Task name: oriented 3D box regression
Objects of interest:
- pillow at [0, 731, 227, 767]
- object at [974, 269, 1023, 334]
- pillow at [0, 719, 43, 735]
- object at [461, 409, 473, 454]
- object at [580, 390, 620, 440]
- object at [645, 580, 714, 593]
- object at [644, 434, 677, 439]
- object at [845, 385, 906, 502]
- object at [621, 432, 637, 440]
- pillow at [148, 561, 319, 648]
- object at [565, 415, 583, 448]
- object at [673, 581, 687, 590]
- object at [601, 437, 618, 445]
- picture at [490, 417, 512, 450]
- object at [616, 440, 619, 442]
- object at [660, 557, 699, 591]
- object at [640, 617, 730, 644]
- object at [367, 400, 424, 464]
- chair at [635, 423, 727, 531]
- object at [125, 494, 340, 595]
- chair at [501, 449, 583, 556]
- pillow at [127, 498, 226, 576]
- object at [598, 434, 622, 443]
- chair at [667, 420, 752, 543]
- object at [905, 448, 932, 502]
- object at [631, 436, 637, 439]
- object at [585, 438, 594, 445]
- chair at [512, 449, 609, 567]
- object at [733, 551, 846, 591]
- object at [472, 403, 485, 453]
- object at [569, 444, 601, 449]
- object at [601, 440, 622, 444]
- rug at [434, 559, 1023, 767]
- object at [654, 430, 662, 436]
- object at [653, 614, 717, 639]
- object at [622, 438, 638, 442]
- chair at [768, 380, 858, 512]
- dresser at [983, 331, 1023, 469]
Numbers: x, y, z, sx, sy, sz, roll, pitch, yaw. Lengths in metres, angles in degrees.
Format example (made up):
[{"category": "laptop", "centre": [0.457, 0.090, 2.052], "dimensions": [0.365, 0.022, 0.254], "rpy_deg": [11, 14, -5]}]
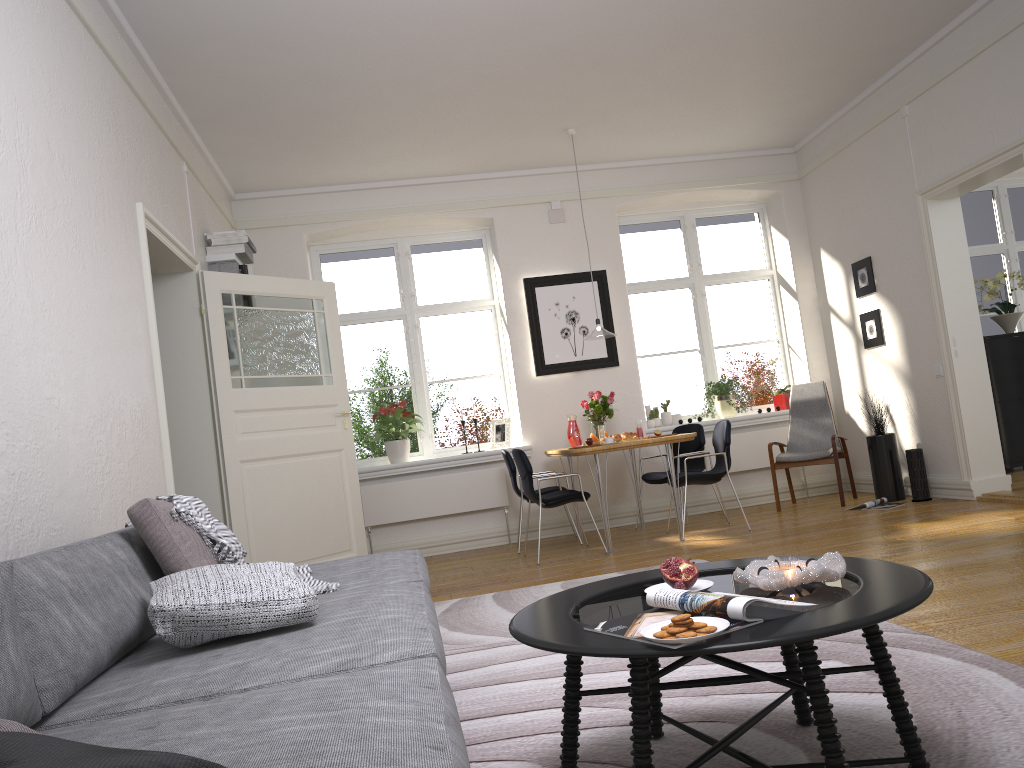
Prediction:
[{"category": "pillow", "centre": [-0.506, 0.459, 0.916], "dimensions": [0.418, 0.268, 0.405], "rpy_deg": [-8, -4, 12]}, {"category": "object", "centre": [4.467, -0.750, 8.074], "dimensions": [0.802, 0.615, 0.410], "rpy_deg": [-5, -4, -32]}, {"category": "pillow", "centre": [-0.745, 0.444, 1.067], "dimensions": [0.340, 0.318, 0.420], "rpy_deg": [-7, -4, -9]}, {"category": "object", "centre": [-0.415, 0.408, 7.697], "dimensions": [0.094, 0.396, 0.096], "rpy_deg": [-8, -4, 14]}, {"category": "object", "centre": [0.736, 0.260, 7.239], "dimensions": [0.331, 0.447, 0.272], "rpy_deg": [-7, -4, -17]}, {"category": "object", "centre": [0.405, 0.499, 2.146], "dimensions": [0.164, 0.015, 0.171], "rpy_deg": [-11, -5, 36]}, {"category": "object", "centre": [1.074, 0.383, 6.475], "dimensions": [0.202, 0.010, 0.259], "rpy_deg": [-7, -4, -8]}, {"category": "object", "centre": [2.907, 0.457, 6.994], "dimensions": [0.417, 0.923, 0.362], "rpy_deg": [-11, -5, 40]}, {"category": "object", "centre": [0.871, 0.384, 6.564], "dimensions": [0.165, 0.059, 0.123], "rpy_deg": [-5, -5, -41]}, {"category": "pillow", "centre": [-0.743, 0.579, 2.362], "dimensions": [0.411, 0.194, 0.399], "rpy_deg": [-6, -4, -22]}, {"category": "object", "centre": [0.499, 0.380, 7.180], "dimensions": [0.092, 0.267, 0.118], "rpy_deg": [-10, -4, 29]}, {"category": "object", "centre": [0.397, 0.483, 2.091], "dimensions": [0.036, 0.036, 0.044], "rpy_deg": [-8, -4, 0]}, {"category": "object", "centre": [0.682, 0.399, 6.199], "dimensions": [0.127, 0.049, 0.132], "rpy_deg": [-11, -5, 39]}, {"category": "picture", "centre": [-0.090, 0.437, 7.834], "dimensions": [0.212, 0.270, 0.116], "rpy_deg": [-10, -4, 28]}, {"category": "object", "centre": [0.732, 0.406, 6.201], "dimensions": [0.039, 0.020, 0.059], "rpy_deg": [-7, -4, -11]}, {"category": "object", "centre": [0.403, 0.465, 2.159], "dimensions": [0.109, 0.082, 0.090], "rpy_deg": [-9, -4, 26]}, {"category": "object", "centre": [0.326, 0.465, 1.664], "dimensions": [0.170, 0.015, 0.165], "rpy_deg": [-6, -4, -27]}, {"category": "object", "centre": [-0.975, 0.410, 7.508], "dimensions": [0.543, 0.519, 0.526], "rpy_deg": [-7, -4, -5]}, {"category": "chair", "centre": [1.322, 0.746, 7.186], "dimensions": [0.533, 0.802, 0.568], "rpy_deg": [-5, -4, -35]}, {"category": "object", "centre": [-0.924, 0.780, 3.049], "dimensions": [0.632, 0.865, 0.866], "rpy_deg": [-4, -5, -43]}, {"category": "chair", "centre": [0.227, 0.882, 6.987], "dimensions": [0.524, 0.802, 0.578], "rpy_deg": [-8, -4, -2]}, {"category": "pillow", "centre": [-1.016, 0.537, 2.792], "dimensions": [0.243, 0.390, 0.424], "rpy_deg": [-7, -4, -8]}, {"category": "object", "centre": [0.715, 0.397, 6.365], "dimensions": [0.162, 0.068, 0.152], "rpy_deg": [-10, -4, 29]}, {"category": "chair", "centre": [1.383, 0.691, 6.486], "dimensions": [0.524, 0.802, 0.578], "rpy_deg": [-8, -4, -3]}, {"category": "object", "centre": [3.061, 0.686, 6.681], "dimensions": [0.147, 0.390, 0.142], "rpy_deg": [-5, -4, -34]}, {"category": "object", "centre": [0.893, 0.399, 6.516], "dimensions": [0.107, 0.036, 0.072], "rpy_deg": [-11, -5, 43]}, {"category": "object", "centre": [0.566, 0.417, 6.472], "dimensions": [0.060, 0.062, 0.059], "rpy_deg": [-7, -4, -6]}, {"category": "chair", "centre": [0.310, 0.825, 6.300], "dimensions": [0.527, 0.802, 0.575], "rpy_deg": [-7, -4, -10]}, {"category": "object", "centre": [0.644, 0.437, 2.060], "dimensions": [0.253, 0.062, 0.254], "rpy_deg": [-8, -4, -1]}, {"category": "object", "centre": [-0.311, 0.367, 7.685], "dimensions": [0.094, 0.448, 0.096], "rpy_deg": [-8, -4, 14]}, {"category": "object", "centre": [0.529, 0.451, 6.381], "dimensions": [0.202, 0.010, 0.259], "rpy_deg": [-7, -4, -8]}, {"category": "object", "centre": [0.713, 0.422, 6.364], "dimensions": [0.160, 0.016, 0.160], "rpy_deg": [-8, -4, -1]}, {"category": "rug", "centre": [0.401, 1.016, 3.329], "dimensions": [1.963, 0.008, 3.685], "rpy_deg": [-7, -4, -8]}, {"category": "object", "centre": [1.049, 0.351, 6.379], "dimensions": [0.062, 0.048, 0.053], "rpy_deg": [-4, -5, -45]}, {"category": "object", "centre": [0.323, 0.452, 1.663], "dimensions": [0.117, 0.036, 0.122], "rpy_deg": [-11, -5, 43]}, {"category": "object", "centre": [0.878, 0.412, 6.545], "dimensions": [0.160, 0.016, 0.159], "rpy_deg": [-7, -4, -5]}, {"category": "chair", "centre": [2.470, 0.501, 7.358], "dimensions": [0.535, 1.027, 0.594], "rpy_deg": [-10, -4, 31]}, {"category": "dresser", "centre": [4.340, 0.194, 7.966], "dimensions": [0.929, 1.231, 0.618], "rpy_deg": [-7, -4, -9]}]
